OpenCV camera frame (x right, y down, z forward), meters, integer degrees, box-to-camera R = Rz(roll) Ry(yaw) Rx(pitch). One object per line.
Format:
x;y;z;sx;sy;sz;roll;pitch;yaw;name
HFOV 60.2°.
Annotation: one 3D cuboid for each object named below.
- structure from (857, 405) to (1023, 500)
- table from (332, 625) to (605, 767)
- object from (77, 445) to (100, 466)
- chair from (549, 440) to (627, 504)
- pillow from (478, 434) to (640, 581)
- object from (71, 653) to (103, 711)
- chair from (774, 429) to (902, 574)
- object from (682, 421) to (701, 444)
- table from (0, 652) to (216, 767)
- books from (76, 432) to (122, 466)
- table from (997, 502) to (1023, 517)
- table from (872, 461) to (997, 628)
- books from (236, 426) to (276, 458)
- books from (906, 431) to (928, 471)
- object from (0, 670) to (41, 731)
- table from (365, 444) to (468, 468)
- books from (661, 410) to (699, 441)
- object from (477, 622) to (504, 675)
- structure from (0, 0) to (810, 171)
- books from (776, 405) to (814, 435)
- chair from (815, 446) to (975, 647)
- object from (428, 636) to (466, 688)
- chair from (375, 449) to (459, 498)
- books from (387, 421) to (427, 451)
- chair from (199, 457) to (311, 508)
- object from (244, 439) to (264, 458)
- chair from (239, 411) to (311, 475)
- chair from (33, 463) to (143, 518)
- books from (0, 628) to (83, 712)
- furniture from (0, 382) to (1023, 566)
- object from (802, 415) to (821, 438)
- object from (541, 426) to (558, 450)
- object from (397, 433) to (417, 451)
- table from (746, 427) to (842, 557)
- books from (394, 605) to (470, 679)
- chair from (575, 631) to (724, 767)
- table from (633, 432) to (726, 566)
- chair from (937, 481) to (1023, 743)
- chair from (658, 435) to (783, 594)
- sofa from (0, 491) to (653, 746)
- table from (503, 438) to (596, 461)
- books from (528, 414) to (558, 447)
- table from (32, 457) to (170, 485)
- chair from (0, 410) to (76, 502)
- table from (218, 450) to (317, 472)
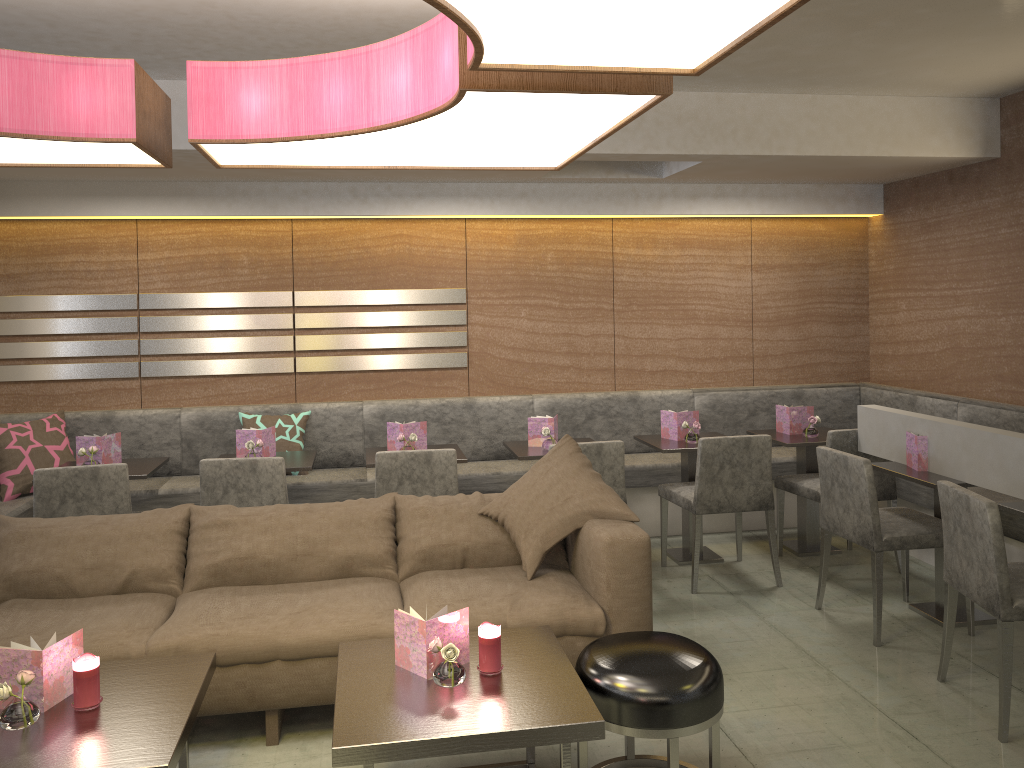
2.007;0.332;3.261;0.095;0.231;2.497;-1;5;-10;structure
-0.146;1.012;2.437;0.658;0.411;0.660;-2;4;-10;table
-2.059;0.365;4.319;0.094;0.125;0.108;0;3;33;object
0.314;0.642;4.466;0.477;0.761;0.493;-2;2;-13;chair
0.171;0.462;3.416;0.620;0.512;0.299;-1;2;4;pillow
-1.107;0.773;2.300;0.075;0.128;0.075;-3;2;-37;object
1.744;0.589;4.736;0.477;0.761;0.493;-2;2;-12;chair
0.982;0.260;4.833;0.106;0.125;0.093;0;3;22;object
-1.149;1.047;2.266;0.658;0.411;0.660;-2;4;-10;table
-2.094;0.337;4.483;0.143;0.164;0.158;-1;3;10;books
2.107;0.786;3.105;0.506;0.653;0.507;-2;3;-10;table
1.963;0.711;3.950;0.506;0.653;0.507;-2;3;-10;table
-1.334;0.310;4.612;0.143;0.164;0.158;-1;3;10;books
1.888;0.306;3.994;0.157;0.164;0.143;-1;3;5;books
-1.228;0.784;2.194;0.102;0.132;0.092;-4;3;-45;object
-0.509;0.692;4.665;0.506;0.653;0.507;-2;3;-10;table
0.950;0.231;5.000;0.158;0.164;0.143;-3;3;-30;books
-0.062;0.737;2.470;0.075;0.128;0.076;1;3;43;object
-0.835;-0.903;1.673;2.447;0.617;2.451;-2;5;-10;structure
1.639;0.206;5.125;0.157;0.164;0.143;-2;3;-15;books
1.662;0.669;3.891;0.492;0.761;0.478;-2;2;-11;chair
-0.171;0.747;2.392;0.106;0.129;0.095;1;3;40;object
-0.467;0.668;4.340;0.477;0.761;0.493;-1;2;-7;chair
-0.563;0.283;4.743;0.158;0.164;0.143;-4;4;-45;books
-1.222;0.694;4.218;0.477;0.761;0.493;-1;2;-3;chair
-1.306;0.339;4.455;0.091;0.125;0.111;0;3;23;object
-1.397;0.361;5.192;0.426;0.395;0.219;-2;2;-9;chair
-1.943;0.720;4.083;0.477;0.761;0.493;-2;2;-17;chair
-1.257;0.759;2.356;0.143;0.164;0.158;-1;3;10;books
0.055;0.685;3.536;5.648;0.851;4.271;-2;5;-10;furniture
1.677;0.235;4.955;0.100;0.125;0.097;-3;3;-39;object
0.203;0.286;4.708;0.095;0.125;0.105;-1;3;-9;object
-0.540;0.312;4.579;0.101;0.125;0.095;1;4;44;object
1.687;0.615;5.039;0.506;0.653;0.507;-2;3;-10;table
-0.229;0.723;2.528;0.158;0.164;0.143;-4;4;-45;books
0.393;0.973;2.540;0.423;0.450;0.423;-3;3;-28;chair
1.001;0.639;4.922;0.506;0.653;0.507;-2;3;-10;table
1.799;0.744;3.052;0.492;0.761;0.478;-1;2;3;chair
1.066;0.617;4.574;0.477;0.761;0.493;-1;2;-10;chair
-0.876;0.957;1.779;3.180;0.674;3.779;-2;5;-10;sofa
0.246;0.665;4.794;0.506;0.653;0.507;-2;3;-10;table
0.172;0.258;4.868;0.143;0.164;0.158;-1;3;10;books
-2.020;0.744;4.409;0.506;0.653;0.507;-2;3;-10;table
-2.608;0.386;4.826;0.295;0.426;0.493;0;4;34;chair
-1.264;0.718;4.537;0.506;0.653;0.507;-2;3;-10;table
